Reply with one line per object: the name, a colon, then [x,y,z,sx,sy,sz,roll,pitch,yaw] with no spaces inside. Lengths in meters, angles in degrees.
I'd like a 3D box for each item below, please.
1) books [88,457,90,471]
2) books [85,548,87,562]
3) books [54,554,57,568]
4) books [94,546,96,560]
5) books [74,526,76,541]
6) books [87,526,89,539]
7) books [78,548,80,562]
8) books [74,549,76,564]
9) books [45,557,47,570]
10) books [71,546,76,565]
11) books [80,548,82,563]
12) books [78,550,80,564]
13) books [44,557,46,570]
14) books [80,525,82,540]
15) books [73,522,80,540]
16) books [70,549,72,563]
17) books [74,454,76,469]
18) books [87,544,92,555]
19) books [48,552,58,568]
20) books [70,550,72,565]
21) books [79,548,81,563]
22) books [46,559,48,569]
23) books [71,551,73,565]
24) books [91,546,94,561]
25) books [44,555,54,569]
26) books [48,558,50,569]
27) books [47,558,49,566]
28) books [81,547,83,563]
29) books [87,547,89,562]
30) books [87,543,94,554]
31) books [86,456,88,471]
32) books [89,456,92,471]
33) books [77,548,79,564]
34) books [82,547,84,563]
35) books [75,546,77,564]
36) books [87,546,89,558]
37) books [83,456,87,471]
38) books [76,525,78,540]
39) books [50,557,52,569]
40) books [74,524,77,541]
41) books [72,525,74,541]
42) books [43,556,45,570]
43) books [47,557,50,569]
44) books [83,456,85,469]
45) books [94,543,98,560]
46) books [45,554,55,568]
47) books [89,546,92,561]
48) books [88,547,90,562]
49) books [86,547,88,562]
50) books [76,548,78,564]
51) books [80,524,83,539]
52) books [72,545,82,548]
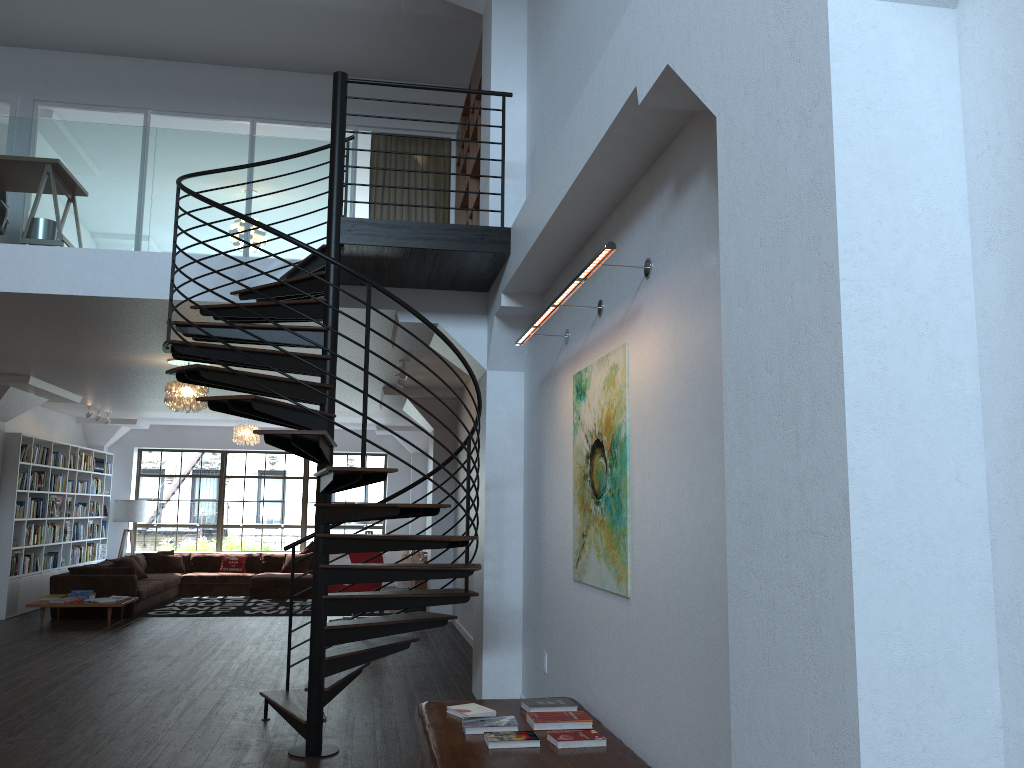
books: [-7.156,1.337,14.799,0.174,0.240,0.045,2,-8,-9]
books: [-7.206,2.859,14.816,0.168,0.231,0.040,2,-8,-9]
books: [-6.949,2.668,13.361,0.146,0.202,0.027,2,-8,-9]
books: [-7.292,2.924,15.330,0.171,0.246,0.057,2,-8,-9]
books: [-7.073,2.382,14.183,0.174,0.243,0.085,2,-8,-9]
books: [-7.194,2.490,14.876,0.161,0.223,0.030,2,-8,-9]
books: [-7.125,2.792,14.394,0.171,0.246,0.057,2,-8,-10]
books: [-7.089,2.764,14.213,0.160,0.250,0.026,2,-8,-10]
books: [-6.889,2.621,12.968,0.134,0.184,0.030,2,-8,-9]
books: [-7.096,2.741,14.168,0.198,0.284,0.066,2,-8,-10]
books: [-7.139,2.805,14.509,0.183,0.253,0.034,2,-8,-10]
books: [-7.130,2.809,14.434,0.161,0.223,0.027,2,-8,-10]
books: [-6.873,2.618,12.923,0.128,0.178,0.022,2,-8,-9]
books: [-7.132,2.429,14.516,0.174,0.242,0.105,2,-8,-9]
books: [-7.117,2.385,14.370,0.197,0.290,0.136,2,-8,-9]
books: [-7.068,2.734,14.012,0.183,0.253,0.034,2,-8,-10]
books: [-7.027,1.232,14.090,0.160,0.251,0.039,2,-8,-9]
books: [-7.262,2.870,15.089,0.198,0.284,0.066,2,-8,-9]
books: [-6.967,2.665,13.445,0.140,0.231,0.042,2,-8,-9]
books: [-7.075,2.746,14.049,0.174,0.240,0.045,2,-8,-10]
books: [-7.144,2.806,14.468,0.174,0.240,0.045,2,-8,-10]
books: [-6.884,2.646,13.030,0.110,0.153,0.019,2,-8,-9]
books: [-7.070,2.760,14.084,0.161,0.223,0.026,2,-8,-10]
books: [-7.260,2.898,15.148,0.189,0.247,0.057,2,-8,-9]
books: [-6.924,2.654,13.222,0.139,0.191,0.036,2,-8,-9]
books: [-6.891,2.650,13.094,0.106,0.162,0.032,2,-8,-9]
books: [-6.893,2.645,13.068,0.120,0.167,0.020,2,-8,-9]
books: [-7.161,2.813,14.589,0.180,0.259,0.060,2,-8,-10]
books: [-7.211,2.858,14.890,0.183,0.253,0.037,2,-8,-9]
books: [-7.250,2.880,15.204,0.140,0.298,0.044,2,-8,-9]
books: [-7.131,1.317,14.698,0.183,0.253,0.034,2,-8,-9]
books: [-7.156,1.340,14.865,0.183,0.253,0.034,2,-8,-9]
books: [-7.114,2.782,14.351,0.183,0.253,0.034,2,-8,-10]
books: [-7.164,2.823,14.630,0.160,0.250,0.026,2,-8,-10]
books: [-7.106,2.753,14.278,0.176,0.290,0.053,2,-8,-10]
books: [-7.221,2.863,14.924,0.183,0.253,0.036,2,-8,-9]
books: [-7.116,1.309,14.618,0.171,0.246,0.057,2,-8,-9]
books: [-7.083,2.390,14.269,0.182,0.253,0.098,2,-8,-9]
books: [-6.913,2.655,13.166,0.126,0.173,0.032,2,-8,-9]
books: [-7.086,2.381,14.222,0.182,0.255,0.077,2,-8,-9]
books: [-7.057,2.362,14.084,0.182,0.255,0.077,2,-8,-9]
books: [-6.869,2.601,12.870,0.136,0.196,0.045,2,-8,-9]
books: [-6.895,2.652,13.119,0.107,0.167,0.017,2,-8,-9]
books: [-7.129,1.304,14.564,0.174,0.240,0.045,2,-8,-9]
books: [-7.308,2.913,15.414,0.176,0.290,0.053,2,-8,-9]
books: [-6.931,2.657,13.281,0.146,0.202,0.027,2,-8,-9]
books: [-7.235,2.878,15.032,0.183,0.253,0.037,2,-8,-9]
books: [-7.235,2.875,14.962,0.174,0.240,0.048,2,-8,-9]
books: [-7.209,2.853,14.854,0.183,0.253,0.036,2,-8,-9]
books: [-7.113,2.778,14.318,0.183,0.253,0.034,2,-8,-10]
books: [-7.144,2.433,14.568,0.170,0.251,0.118,2,-8,-9]
books: [-7.154,2.791,14.544,0.176,0.290,0.036,2,-8,-10]
